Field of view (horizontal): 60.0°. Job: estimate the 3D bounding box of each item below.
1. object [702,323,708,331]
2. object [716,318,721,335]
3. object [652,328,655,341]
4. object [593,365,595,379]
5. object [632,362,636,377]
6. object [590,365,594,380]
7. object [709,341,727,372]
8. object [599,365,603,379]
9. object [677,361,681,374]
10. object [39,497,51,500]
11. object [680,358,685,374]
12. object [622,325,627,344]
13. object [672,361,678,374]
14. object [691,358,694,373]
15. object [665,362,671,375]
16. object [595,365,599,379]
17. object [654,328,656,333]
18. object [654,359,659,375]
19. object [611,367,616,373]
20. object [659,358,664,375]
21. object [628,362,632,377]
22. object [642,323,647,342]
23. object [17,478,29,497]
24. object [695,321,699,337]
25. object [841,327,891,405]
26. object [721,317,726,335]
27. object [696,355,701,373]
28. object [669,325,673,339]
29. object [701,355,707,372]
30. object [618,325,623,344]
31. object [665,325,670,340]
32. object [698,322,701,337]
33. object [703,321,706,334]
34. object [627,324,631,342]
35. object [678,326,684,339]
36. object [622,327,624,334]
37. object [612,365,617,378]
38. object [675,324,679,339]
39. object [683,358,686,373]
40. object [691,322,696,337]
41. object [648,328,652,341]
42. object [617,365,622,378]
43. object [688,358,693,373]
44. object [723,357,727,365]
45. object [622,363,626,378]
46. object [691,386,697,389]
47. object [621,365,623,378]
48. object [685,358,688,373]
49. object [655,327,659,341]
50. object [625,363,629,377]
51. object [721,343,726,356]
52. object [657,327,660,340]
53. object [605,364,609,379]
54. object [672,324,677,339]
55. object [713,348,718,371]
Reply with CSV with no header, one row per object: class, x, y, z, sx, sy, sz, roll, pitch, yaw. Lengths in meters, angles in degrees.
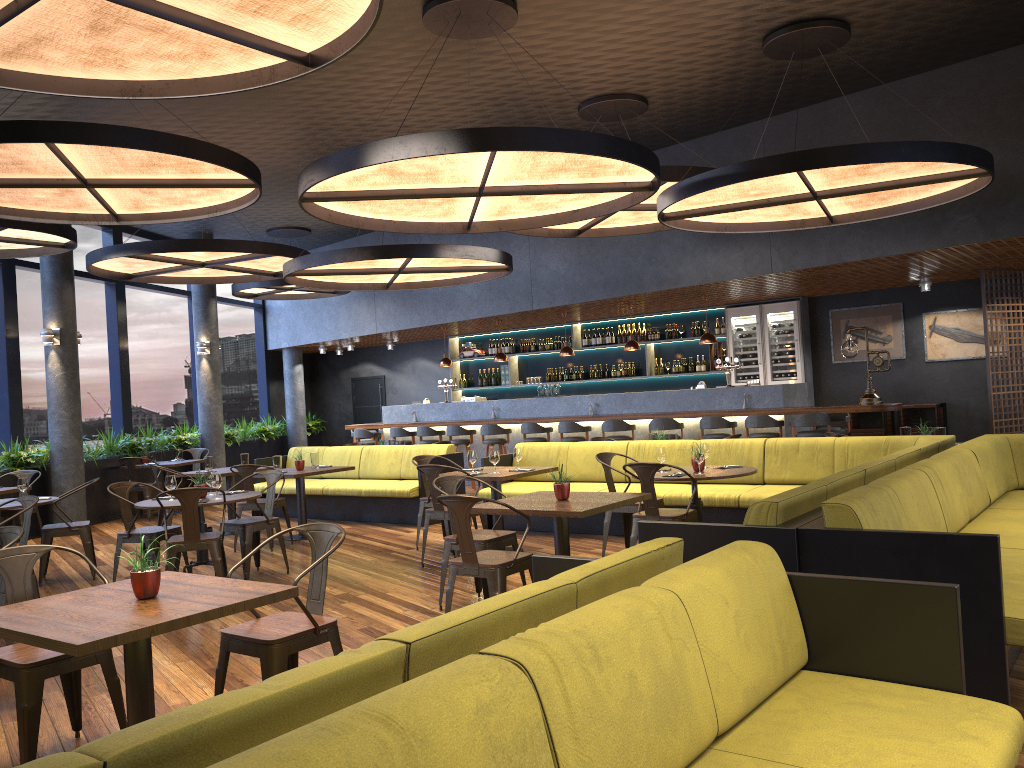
object,3.138,-0.877,14.400,0.097,0.206,0.097,-3,-1,5
object,3.327,-0.925,14.327,0.079,0.281,0.079,-3,-1,-45
object,2.381,-0.835,14.937,0.056,0.227,0.056,-4,-1,13
object,1.475,-0.206,15.769,0.063,0.254,0.063,-4,-1,24
object,2.099,-0.248,15.299,0.063,0.254,0.063,-3,-1,9
object,1.408,-0.203,15.681,0.063,0.254,0.063,-3,-1,9
object,3.355,-0.446,14.287,0.300,0.475,0.161,-4,-1,36
object,1.576,-0.213,15.694,0.063,0.254,0.063,-3,-1,9
object,2.782,-0.279,14.789,0.088,0.224,0.088,-4,-1,31
object,-4.388,1.061,8.174,0.255,0.019,0.157,-3,-1,-22
object,2.806,-0.298,14.615,0.063,0.254,0.063,-4,-1,39
object,1.939,-0.858,15.268,0.084,0.330,0.084,-4,-1,43
object,2.705,-0.276,14.710,0.088,0.224,0.088,-3,-1,6
object,2.978,-0.307,14.659,0.063,0.254,0.063,-4,-1,44
object,2.607,-0.260,14.814,0.097,0.206,0.097,-3,-1,5
object,1.488,-0.209,15.621,0.063,0.254,0.063,-3,-1,-16
object,2.416,-0.837,14.987,0.056,0.227,0.056,-3,-1,-2
object,2.446,-0.286,15.000,0.079,0.281,0.079,-4,-1,40
object,1.783,-0.203,15.583,0.097,0.206,0.097,-3,-1,-22
object,2.520,-0.291,14.944,0.079,0.281,0.079,-4,-1,15
object,2.028,-0.245,15.219,0.063,0.254,0.063,-4,-1,44
object,2.267,-0.879,15.177,0.084,0.330,0.084,-4,-1,43
object,-4.549,0.977,8.253,0.097,0.206,0.097,-4,-1,41
object,3.014,-0.892,14.440,0.063,0.254,0.063,-3,-1,-26
object,4.295,-0.221,10.757,0.566,0.944,0.263,-4,-1,29
object,3.404,-0.930,14.271,0.079,0.281,0.079,-3,-1,5
object,3.056,-0.328,14.548,0.079,0.281,0.079,-3,-1,10
object,2.650,-0.866,14.849,0.063,0.254,0.063,-3,-1,-1
object,3.132,-0.333,14.492,0.079,0.281,0.079,-4,-1,30
object,1.863,-0.853,15.323,0.084,0.330,0.084,-4,-1,43
object,2.586,-0.863,14.771,0.063,0.254,0.063,-4,-1,34
object,3.062,-0.894,14.530,0.063,0.254,0.063,-3,-1,-1
object,3.166,-0.900,14.533,0.063,0.254,0.063,-4,-1,44
object,2.014,-0.863,15.212,0.084,0.330,0.084,-4,-1,43
object,2.792,-0.853,14.636,0.097,0.206,0.097,-3,-1,5
object,1.944,-0.857,15.376,0.084,0.330,0.084,-4,-1,43
object,1.778,-0.213,15.449,0.088,0.224,0.088,-3,-1,6
object,2.744,-0.872,14.781,0.063,0.254,0.063,-4,-1,24
object,2.849,-0.299,14.683,0.063,0.254,0.063,-3,-1,-26
object,2.974,-0.889,14.545,0.063,0.254,0.063,-3,-1,-11
object,2.332,-0.832,14.973,0.056,0.227,0.056,-3,-1,-2
object,1.864,-0.219,15.385,0.088,0.224,0.088,-3,-1,-39
object,2.935,-0.306,14.587,0.063,0.254,0.063,-3,-1,-1
object,3.422,-0.328,14.243,0.097,0.206,0.097,-3,-1,-13
object,1.924,-0.238,15.266,0.063,0.254,0.063,-4,-1,29
object,3.086,0.280,14.559,0.310,0.492,0.204,-4,-1,36
object,1.932,-0.221,15.476,0.088,0.224,0.088,-4,-1,31
object,2.892,-0.301,14.755,0.063,0.254,0.063,-3,-1,-1
object,2.431,-0.839,14.901,0.056,0.227,0.056,-4,-1,23
object,1.980,-0.241,15.345,0.063,0.254,0.063,-3,-1,-26
object,3.409,-0.561,14.246,0.097,0.206,0.097,-3,-1,-13
object,2.466,-0.840,14.950,0.056,0.227,0.056,-4,-1,38
object,1.675,-0.219,15.630,0.063,0.254,0.063,-3,-1,-6
object,2.689,-0.870,14.705,0.063,0.254,0.063,-3,-1,9
object,3.301,-0.397,14.330,0.091,0.369,0.092,-3,-1,6
